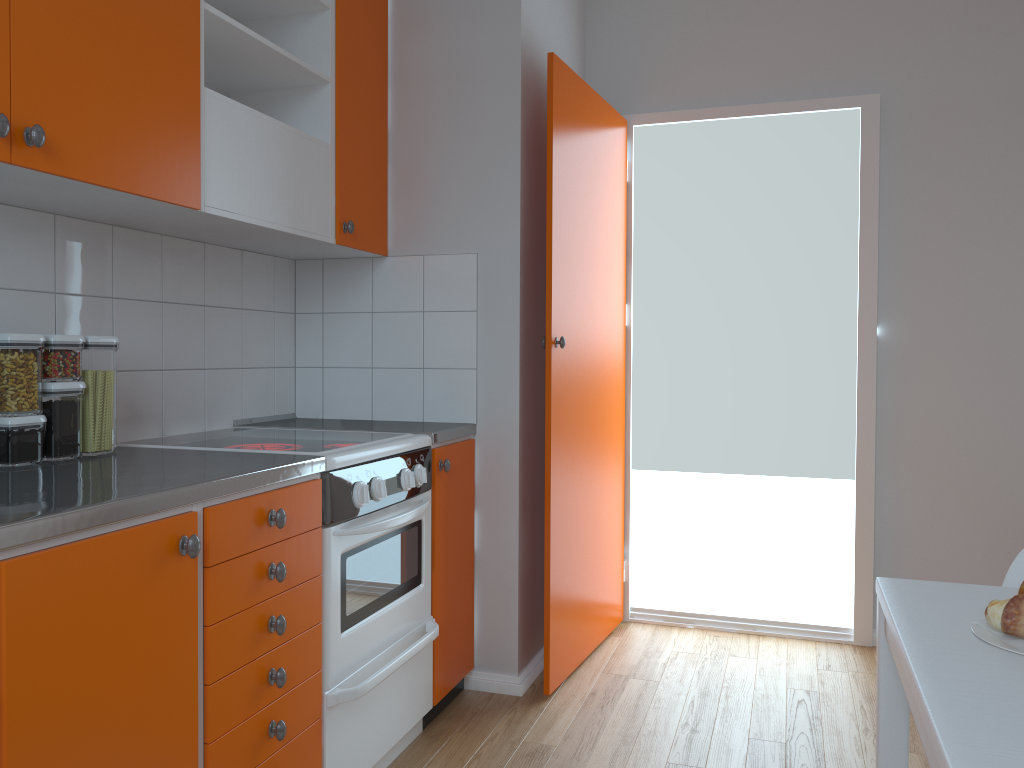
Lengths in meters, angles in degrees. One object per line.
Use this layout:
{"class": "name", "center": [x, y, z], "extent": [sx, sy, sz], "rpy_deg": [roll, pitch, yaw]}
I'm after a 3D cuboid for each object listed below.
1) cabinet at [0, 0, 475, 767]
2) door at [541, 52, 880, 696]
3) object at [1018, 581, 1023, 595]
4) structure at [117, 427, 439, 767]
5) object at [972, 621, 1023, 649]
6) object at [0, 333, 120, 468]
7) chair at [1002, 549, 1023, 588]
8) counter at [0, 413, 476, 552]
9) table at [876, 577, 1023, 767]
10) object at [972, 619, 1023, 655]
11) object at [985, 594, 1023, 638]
{"class": "cabinet", "center": [-0.884, -0.140, 1.497], "extent": [0.708, 2.348, 3.091], "rpy_deg": [1, 2, 18]}
{"class": "door", "center": [0.605, -0.050, 3.352], "extent": [1.382, 2.055, 0.695], "rpy_deg": [0, 1, -23]}
{"class": "object", "center": [0.626, 0.255, 1.017], "extent": [0.075, 0.059, 0.059], "rpy_deg": [2, 2, 39]}
{"class": "structure", "center": [-0.616, 0.575, 2.345], "extent": [0.736, 0.864, 0.616], "rpy_deg": [1, 2, 18]}
{"class": "object", "center": [0.604, 0.283, 0.988], "extent": [0.122, 0.005, 0.120], "rpy_deg": [0, 2, -2]}
{"class": "object", "center": [-0.964, 0.027, 1.860], "extent": [0.095, 0.260, 0.300], "rpy_deg": [1, 2, 18]}
{"class": "chair", "center": [0.771, 0.620, 1.095], "extent": [0.512, 0.870, 0.636], "rpy_deg": [2, 2, 43]}
{"class": "counter", "center": [-0.903, 0.215, 1.509], "extent": [0.684, 0.132, 3.090], "rpy_deg": [1, 2, 18]}
{"class": "table", "center": [1.004, 0.684, 0.681], "extent": [1.285, 0.771, 0.827], "rpy_deg": [1, 2, 18]}
{"class": "object", "center": [0.606, 0.285, 0.985], "extent": [0.165, 0.005, 0.169], "rpy_deg": [-1, 2, -29]}
{"class": "object", "center": [0.597, 0.257, 0.972], "extent": [0.132, 0.060, 0.069], "rpy_deg": [1, 2, 19]}
